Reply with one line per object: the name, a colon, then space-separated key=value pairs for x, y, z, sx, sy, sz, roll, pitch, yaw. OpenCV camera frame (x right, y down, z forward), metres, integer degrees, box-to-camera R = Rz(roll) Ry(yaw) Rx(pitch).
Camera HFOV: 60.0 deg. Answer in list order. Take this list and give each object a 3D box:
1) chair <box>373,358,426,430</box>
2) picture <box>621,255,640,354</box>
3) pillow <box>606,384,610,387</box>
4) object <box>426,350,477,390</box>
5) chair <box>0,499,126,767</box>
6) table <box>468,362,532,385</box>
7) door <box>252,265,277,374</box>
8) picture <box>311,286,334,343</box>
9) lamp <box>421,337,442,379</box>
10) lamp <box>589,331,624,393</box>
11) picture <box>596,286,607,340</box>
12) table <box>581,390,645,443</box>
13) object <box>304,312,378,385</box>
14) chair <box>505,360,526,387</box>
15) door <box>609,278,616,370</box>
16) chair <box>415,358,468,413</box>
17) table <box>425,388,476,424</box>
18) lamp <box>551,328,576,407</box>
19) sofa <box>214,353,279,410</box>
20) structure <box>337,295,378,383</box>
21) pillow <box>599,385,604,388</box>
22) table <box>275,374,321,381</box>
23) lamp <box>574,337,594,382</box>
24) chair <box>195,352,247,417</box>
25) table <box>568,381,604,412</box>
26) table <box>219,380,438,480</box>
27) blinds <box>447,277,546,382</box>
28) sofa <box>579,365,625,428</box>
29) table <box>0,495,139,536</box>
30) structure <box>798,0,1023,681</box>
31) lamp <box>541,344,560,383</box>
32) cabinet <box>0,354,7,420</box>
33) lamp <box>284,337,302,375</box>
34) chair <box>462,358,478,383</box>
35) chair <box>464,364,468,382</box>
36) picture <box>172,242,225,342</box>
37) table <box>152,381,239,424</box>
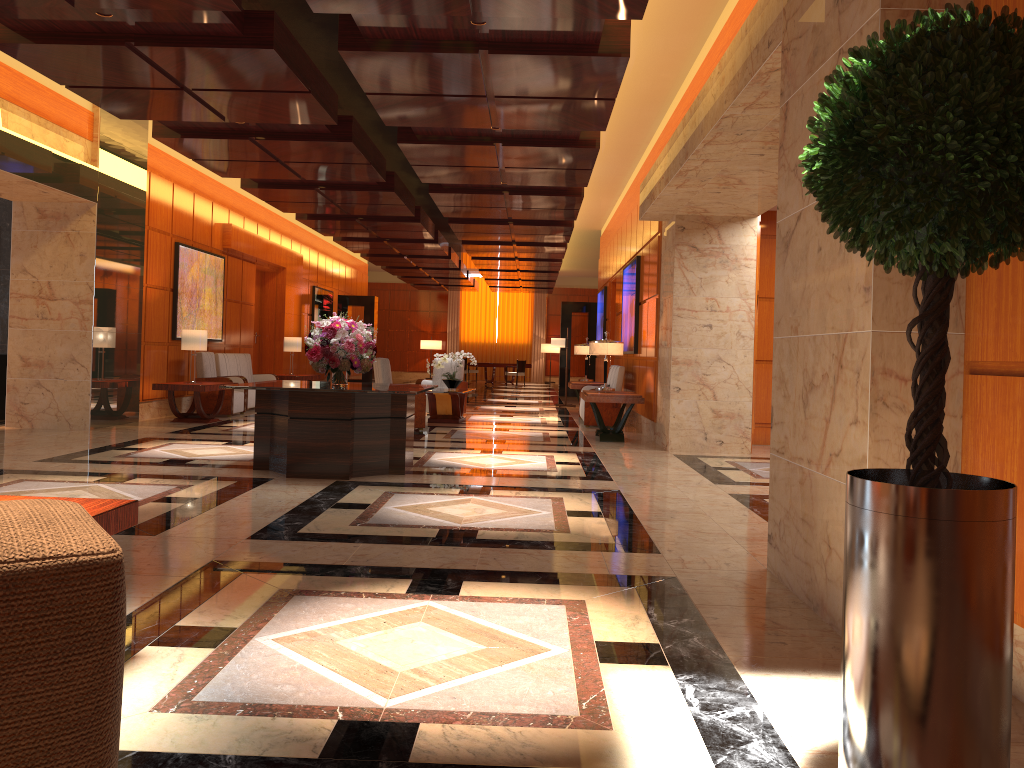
chair: x=-1.559 y=0.127 z=12.140 sx=0.628 sy=0.961 sz=0.738 roll=2 pitch=0 yaw=-20
picture: x=1.870 y=-1.204 z=14.076 sx=0.056 sy=1.452 sz=1.997 roll=2 pitch=1 yaw=1
pillow: x=1.483 y=0.127 z=14.104 sx=0.160 sy=0.253 sz=0.358 roll=2 pitch=1 yaw=-2
object: x=-0.932 y=-0.221 z=13.736 sx=0.788 sy=0.617 sz=0.417 roll=1 pitch=0 yaw=-21
chair: x=-0.647 y=0.541 z=0.610 sx=0.737 sy=0.961 sz=0.629 roll=1 pitch=0 yaw=-40
table: x=-0.423 y=-0.344 z=30.307 sx=2.106 sy=0.741 sz=0.784 roll=1 pitch=1 yaw=-28
door: x=-5.155 y=-1.009 z=17.813 sx=0.340 sy=2.652 sz=1.500 roll=2 pitch=0 yaw=1
picture: x=-4.783 y=-1.683 z=22.394 sx=0.056 sy=1.452 sz=1.997 roll=2 pitch=1 yaw=1
lamp: x=-3.136 y=-1.002 z=34.215 sx=0.811 sy=1.661 sz=0.810 roll=2 pitch=0 yaw=41
lamp: x=1.239 y=-0.297 z=11.715 sx=0.458 sy=0.810 sz=0.458 roll=2 pitch=0 yaw=10
picture: x=2.003 y=-1.396 z=19.935 sx=0.056 sy=1.452 sz=1.997 roll=2 pitch=1 yaw=1
table: x=1.283 y=0.417 z=11.574 sx=0.725 sy=0.606 sz=1.271 roll=2 pitch=1 yaw=2
object: x=-1.530 y=-0.320 z=7.924 sx=0.649 sy=0.658 sz=0.680 roll=2 pitch=1 yaw=-8
chair: x=0.161 y=-0.360 z=29.472 sx=0.577 sy=0.894 sz=0.584 roll=2 pitch=0 yaw=44
door: x=2.184 y=-0.783 z=17.664 sx=0.340 sy=2.652 sz=1.538 roll=2 pitch=0 yaw=1
chair: x=-1.193 y=0.038 z=15.115 sx=0.738 sy=0.961 sz=0.628 roll=2 pitch=0 yaw=20
table: x=-1.008 y=0.338 z=13.615 sx=0.722 sy=0.496 sz=1.560 roll=2 pitch=2 yaw=4
lamp: x=1.067 y=-0.352 z=18.592 sx=0.526 sy=1.661 sz=0.360 roll=2 pitch=0 yaw=-9
sofa: x=-4.531 y=-0.050 z=15.129 sx=0.612 sy=0.932 sz=1.799 roll=2 pitch=1 yaw=2
structure: x=-4.143 y=-1.097 z=23.644 sx=0.985 sy=2.498 sz=0.500 roll=2 pitch=0 yaw=1
pillow: x=1.464 y=0.121 z=14.539 sx=0.195 sy=0.227 sz=0.344 roll=2 pitch=1 yaw=6
table: x=-4.271 y=0.091 z=17.331 sx=0.725 sy=0.534 sz=1.168 roll=2 pitch=2 yaw=4
lamp: x=1.333 y=-0.441 z=15.868 sx=0.458 sy=0.794 sz=0.459 roll=2 pitch=0 yaw=-37
chair: x=-4.453 y=-0.006 z=13.511 sx=0.628 sy=0.961 sz=0.738 roll=2 pitch=0 yaw=0
table: x=1.379 y=0.279 z=15.795 sx=0.725 sy=0.606 sz=1.271 roll=2 pitch=1 yaw=2
table: x=-1.550 y=0.383 z=7.901 sx=1.600 sy=0.745 sz=1.601 roll=2 pitch=2 yaw=1
blinds: x=-0.619 y=-2.155 z=34.798 sx=3.853 sy=4.065 sz=0.149 roll=2 pitch=0 yaw=1
sofa: x=1.412 y=0.164 z=14.085 sx=0.612 sy=0.932 sz=1.799 roll=2 pitch=1 yaw=2
table: x=-1.868 y=0.655 z=2.667 sx=1.167 sy=0.534 sz=0.725 roll=2 pitch=1 yaw=1
structure: x=1.074 y=-0.093 z=2.238 sx=0.721 sy=1.713 sz=0.722 roll=2 pitch=0 yaw=-21
lamp: x=1.506 y=-0.859 z=34.109 sx=0.811 sy=1.661 sz=0.810 roll=2 pitch=0 yaw=41
cabinet: x=-7.787 y=0.020 z=11.393 sx=2.190 sy=0.868 sz=0.784 roll=2 pitch=1 yaw=1
lamp: x=-0.256 y=-0.255 z=12.310 sx=0.335 sy=0.734 sz=13.008 roll=2 pitch=1 yaw=-39
chair: x=-1.566 y=-0.476 z=31.387 sx=0.576 sy=0.894 sz=0.584 roll=2 pitch=0 yaw=29
chair: x=-1.915 y=-0.446 z=30.178 sx=0.577 sy=0.894 sz=0.584 roll=2 pitch=0 yaw=39
picture: x=-4.970 y=-1.412 z=14.135 sx=0.056 sy=1.452 sz=1.997 roll=2 pitch=1 yaw=1
table: x=-4.384 y=0.255 z=12.322 sx=0.725 sy=0.534 sz=1.168 roll=2 pitch=2 yaw=4
